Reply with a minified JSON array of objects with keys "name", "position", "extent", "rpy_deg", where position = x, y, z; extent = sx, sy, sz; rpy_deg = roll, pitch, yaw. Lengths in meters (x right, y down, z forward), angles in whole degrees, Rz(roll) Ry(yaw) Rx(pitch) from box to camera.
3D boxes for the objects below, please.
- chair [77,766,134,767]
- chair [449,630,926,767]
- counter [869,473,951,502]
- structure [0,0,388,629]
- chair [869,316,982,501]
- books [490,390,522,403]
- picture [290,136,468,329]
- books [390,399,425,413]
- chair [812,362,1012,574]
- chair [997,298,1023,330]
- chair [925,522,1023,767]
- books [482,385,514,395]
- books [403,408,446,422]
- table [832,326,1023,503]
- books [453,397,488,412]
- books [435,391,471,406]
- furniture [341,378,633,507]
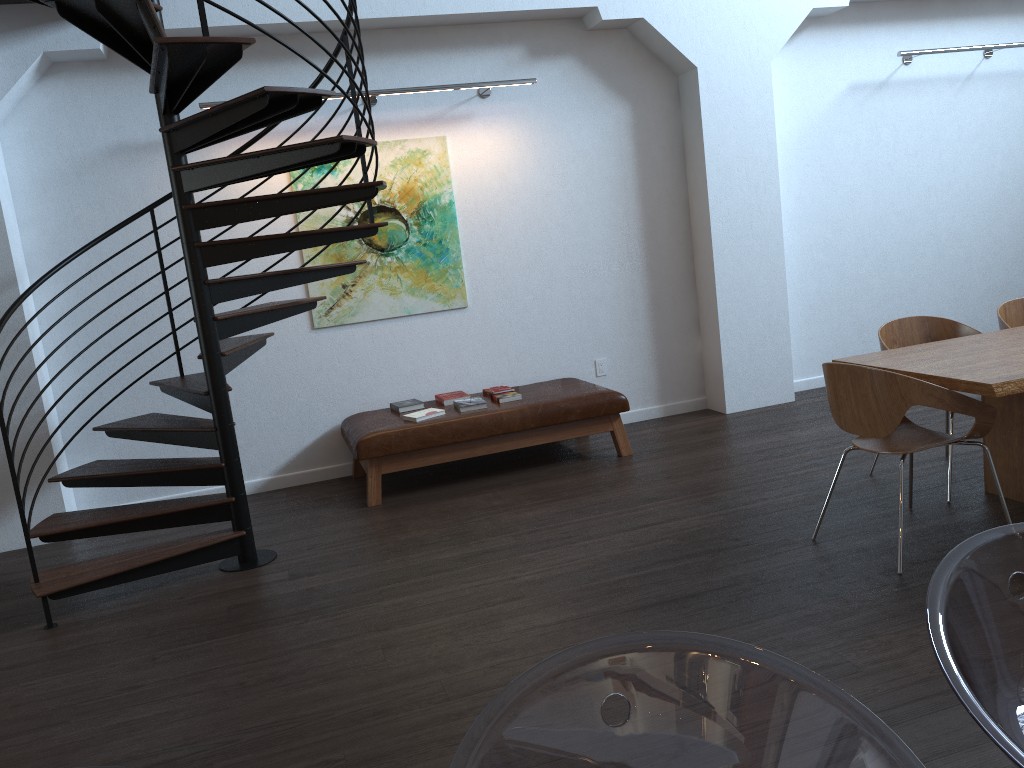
[{"name":"chair","position":[-0.377,0.935,0.783],"extent":[0.530,1.014,0.481],"rpy_deg":[-10,10,-17]},{"name":"chair","position":[0.234,0.835,0.935],"extent":[0.530,1.014,0.481],"rpy_deg":[-10,10,-17]},{"name":"counter","position":[0.485,0.840,1.210],"extent":[3.039,0.860,8.182],"rpy_deg":[2,13,44]},{"name":"structure","position":[-1.660,-1.194,4.348],"extent":[1.998,4.352,1.998],"rpy_deg":[-1,11,35]},{"name":"chair","position":[2.246,0.081,4.582],"extent":[0.629,0.830,0.617],"rpy_deg":[-10,10,-15]},{"name":"books","position":[-0.039,0.086,5.955],"extent":[0.161,0.032,0.224],"rpy_deg":[-10,10,-15]},{"name":"picture","position":[-0.907,-1.055,6.130],"extent":[1.095,1.200,0.010],"rpy_deg":[-10,10,-15]},{"name":"books","position":[-0.718,0.148,6.074],"extent":[0.183,0.044,0.254],"rpy_deg":[-11,10,-20]},{"name":"chair","position":[1.690,0.275,3.831],"extent":[0.618,0.833,0.629],"rpy_deg":[-10,10,-20]},{"name":"chair","position":[2.979,-0.040,4.778],"extent":[0.629,0.833,0.618],"rpy_deg":[-9,10,-14]},{"name":"chair","position":[0.828,0.730,1.128],"extent":[0.530,1.014,0.481],"rpy_deg":[-9,10,-13]},{"name":"books","position":[-0.094,0.048,6.230],"extent":[0.161,0.036,0.224],"rpy_deg":[-11,10,-21]},{"name":"books","position":[-0.564,0.197,5.699],"extent":[0.223,0.031,0.161],"rpy_deg":[-14,12,-37]},{"name":"table","position":[3.527,0.006,4.345],"extent":[3.803,0.750,1.012],"rpy_deg":[-10,10,-15]},{"name":"books","position":[-0.275,0.134,5.830],"extent":[0.185,0.040,0.247],"rpy_deg":[-9,9,-12]},{"name":"books","position":[-0.409,0.097,6.140],"extent":[0.197,0.043,0.283],"rpy_deg":[-10,10,-16]},{"name":"furniture","position":[-0.197,0.338,6.036],"extent":[1.819,0.453,0.907],"rpy_deg":[-10,10,-15]}]
